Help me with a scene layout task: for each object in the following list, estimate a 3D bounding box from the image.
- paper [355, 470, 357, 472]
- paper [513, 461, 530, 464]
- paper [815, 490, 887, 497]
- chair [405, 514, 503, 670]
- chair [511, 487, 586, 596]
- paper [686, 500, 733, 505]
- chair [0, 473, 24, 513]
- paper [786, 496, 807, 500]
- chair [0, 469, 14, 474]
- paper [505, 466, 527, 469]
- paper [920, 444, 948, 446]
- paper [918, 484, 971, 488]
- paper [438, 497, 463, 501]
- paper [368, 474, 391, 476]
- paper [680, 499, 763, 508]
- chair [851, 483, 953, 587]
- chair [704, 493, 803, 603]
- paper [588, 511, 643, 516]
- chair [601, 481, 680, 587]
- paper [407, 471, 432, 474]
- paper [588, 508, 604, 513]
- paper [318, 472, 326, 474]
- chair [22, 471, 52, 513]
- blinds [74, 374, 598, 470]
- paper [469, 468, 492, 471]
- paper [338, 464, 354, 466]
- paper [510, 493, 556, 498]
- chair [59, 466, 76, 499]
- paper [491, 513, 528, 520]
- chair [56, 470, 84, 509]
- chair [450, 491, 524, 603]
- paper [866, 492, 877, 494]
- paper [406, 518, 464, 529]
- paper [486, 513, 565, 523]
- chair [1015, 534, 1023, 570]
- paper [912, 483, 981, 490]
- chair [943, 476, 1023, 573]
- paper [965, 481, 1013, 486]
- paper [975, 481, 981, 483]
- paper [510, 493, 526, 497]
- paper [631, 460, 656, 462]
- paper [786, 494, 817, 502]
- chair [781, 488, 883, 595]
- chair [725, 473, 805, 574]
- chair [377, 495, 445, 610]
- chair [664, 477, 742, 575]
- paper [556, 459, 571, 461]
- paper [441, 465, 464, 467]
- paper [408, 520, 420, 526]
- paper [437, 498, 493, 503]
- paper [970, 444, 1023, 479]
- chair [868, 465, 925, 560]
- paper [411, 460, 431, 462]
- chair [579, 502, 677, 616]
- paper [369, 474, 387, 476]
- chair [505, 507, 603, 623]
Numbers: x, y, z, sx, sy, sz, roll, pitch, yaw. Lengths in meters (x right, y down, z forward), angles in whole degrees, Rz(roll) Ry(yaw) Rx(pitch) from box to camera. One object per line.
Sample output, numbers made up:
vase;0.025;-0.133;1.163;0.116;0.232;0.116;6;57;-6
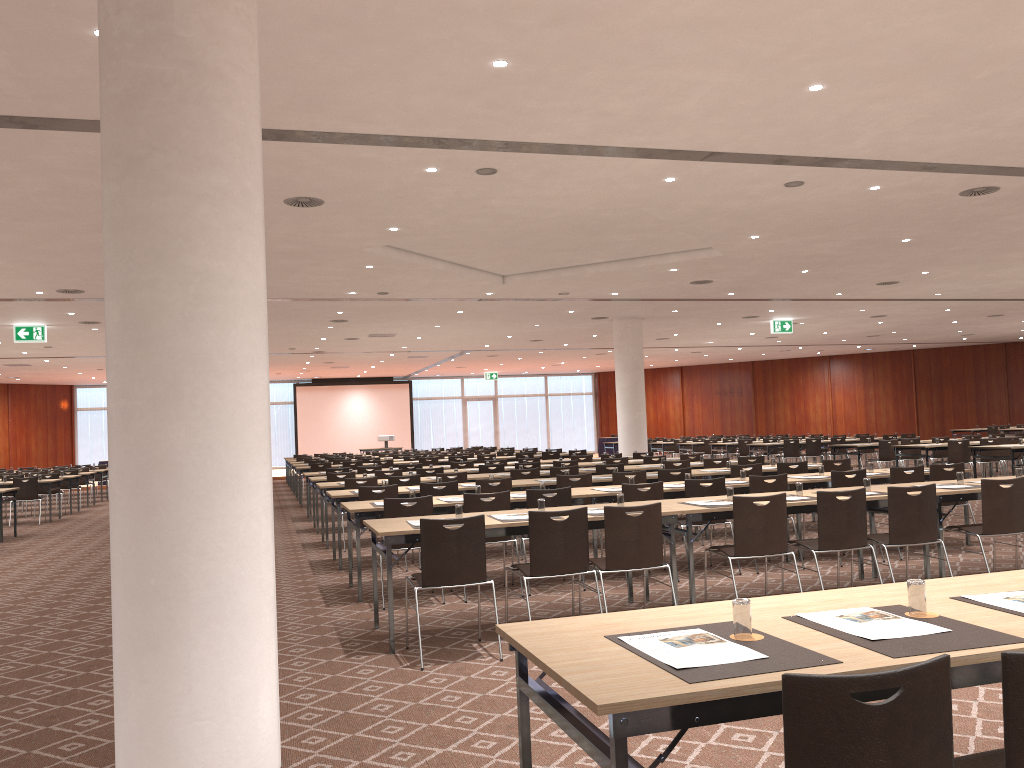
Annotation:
paper;-2.661;1.586;16.236;0.460;0.003;0.566;-1;-3;-17
paper;0.187;1.507;17.034;0.460;0.003;0.566;-2;-3;-15
paper;2.879;0.920;7.459;0.460;0.003;0.566;-2;-3;-15
chair;-0.416;1.347;5.960;0.535;0.939;0.614;-2;-3;-16
chair;0.315;1.432;8.284;0.535;0.939;0.614;-2;-3;-15
paper;1.599;0.952;7.121;0.283;0.006;0.398;-1;-3;-18
chair;-11.875;2.565;20.896;0.535;0.939;0.614;-2;-3;-16
paper;2.220;0.935;7.300;0.283;0.006;0.398;-2;-3;-15
chair;-13.887;2.822;24.391;0.535;0.939;0.614;-2;-3;-15
paper;0.094;1.406;14.925;0.460;0.003;0.566;-2;-3;-14
paper;8.205;1.186;17.258;0.460;0.003;0.566;-1;-3;-18
paper;3.781;0.894;7.771;0.283;0.006;0.398;-2;-3;-16
paper;-0.540;1.115;8.610;0.283;0.006;0.398;-2;-3;-16
paper;-2.084;1.467;14.322;0.460;0.003;0.566;-2;-3;-17
paper;1.646;0.951;7.052;0.460;0.003;0.566;-2;-3;-16
chair;3.049;1.253;6.953;0.535;0.939;0.614;-2;-3;-15
chair;1.806;1.291;6.676;0.535;0.939;0.614;-2;-2;-13
paper;0.736;0.976;6.807;0.460;0.003;0.566;-1;-3;-18
chair;1.199;1.406;8.501;0.535;0.939;0.614;-2;-3;-18
paper;-1.480;1.450;14.482;0.460;0.003;0.566;-1;-3;-19
paper;0.650;0.979;6.864;0.283;0.006;0.398;-2;-3;-14
paper;-3.261;1.601;16.043;0.460;0.003;0.566;-2;-3;-14
chair;-11.250;2.544;20.991;0.535;0.939;0.614;-2;-3;-19
blinds;-6.942;1.710;39.372;22.850;3.815;0.115;-2;-2;-16
paper;-0.515;1.423;14.751;0.460;0.003;0.566;-1;-3;-19
paper;-3.590;1.791;19.594;0.460;0.003;0.566;-2;-3;-17
paper;0.186;1.096;8.756;0.460;0.003;0.566;-2;-3;-13
chair;-12.410;2.782;24.814;0.535;0.939;0.614;-2;-3;-18
paper;0.016;0.996;6.679;0.283;0.006;0.398;-2;-3;-13
chair;-10.629;2.534;21.314;0.535;0.939;0.614;-2;-3;-18
chair;-0.253;1.446;8.085;0.535;0.939;0.614;-2;-3;-16
paper;2.855;0.918;7.486;0.283;0.006;0.398;-2;-3;-13
paper;-0.511;1.010;6.441;0.460;0.003;0.566;-2;-3;-13
paper;0.092;0.994;6.634;0.460;0.003;0.566;-2;-3;-14
chair;4.632;1.209;7.406;0.535;0.939;0.614;-2;-2;-13
paper;3.850;0.893;7.734;0.460;0.003;0.566;-2;-3;-13
chair;3.943;1.232;7.289;0.535;0.939;0.614;-2;-2;-14
paper;4.432;0.877;7.899;0.460;0.003;0.566;-2;-3;-13
paper;4.365;0.878;7.940;0.283;0.006;0.398;-1;-3;-18
paper;0.104;1.096;8.767;0.283;0.006;0.398;-2;-3;-15
paper;2.288;1.348;15.586;0.460;0.003;0.566;-2;-3;-17
paper;2.252;0.936;7.257;0.460;0.003;0.566;-2;-3;-16
chair;2.453;1.271;6.818;0.535;0.939;0.614;-2;-3;-17
chair;2.507;1.372;8.911;0.535;0.939;0.614;-2;-3;-17
chair;-0.933;1.466;7.926;0.535;0.939;0.614;-2;-3;-15
chair;1.854;1.392;8.768;0.535;0.939;0.614;-2;-3;-15
paper;1.105;1.483;17.312;0.460;0.003;0.566;-2;-3;-15
paper;-1.086;1.542;16.677;0.460;0.003;0.566;-2;-3;-12
paper;-0.601;1.013;6.505;0.283;0.006;0.398;-2;-3;-16
paper;-0.453;1.113;8.557;0.460;0.003;0.566;-1;-3;-17
paper;9.365;1.476;15.651;2.267;0.832;0.953;-2;-3;-16
chair;4.077;1.330;9.361;0.535;0.939;0.614;-2;-3;-18
paper;-2.018;1.748;20.043;0.460;0.003;0.566;-2;-3;-15
chair;0.814;1.314;6.312;0.535;0.939;0.614;-2;-3;-17
paper;-2.186;1.469;14.358;0.283;0.006;0.398;-2;-3;-16
chair;0.283;1.330;6.196;0.535;0.939;0.614;-2;-3;-19
